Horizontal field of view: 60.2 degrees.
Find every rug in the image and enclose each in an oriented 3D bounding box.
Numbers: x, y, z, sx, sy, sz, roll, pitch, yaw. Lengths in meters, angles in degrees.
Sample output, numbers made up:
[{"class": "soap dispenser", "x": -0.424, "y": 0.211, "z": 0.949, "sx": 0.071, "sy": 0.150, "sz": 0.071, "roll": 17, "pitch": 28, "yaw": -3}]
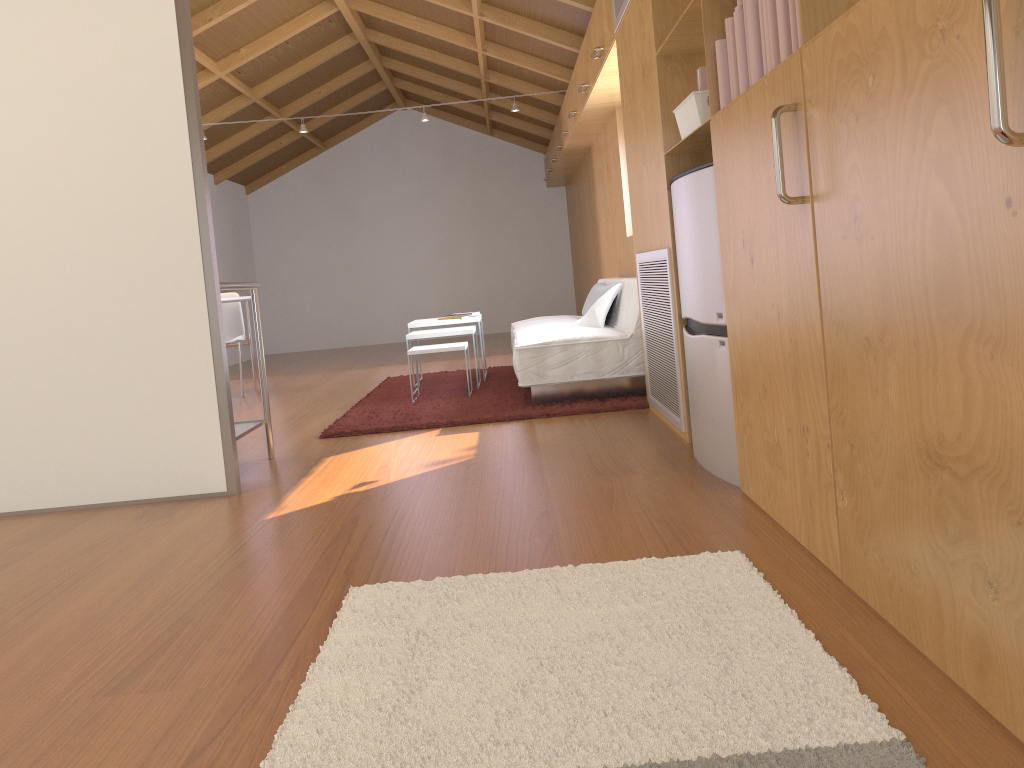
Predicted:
[{"class": "rug", "x": -0.003, "y": 0.029, "z": 5.565, "sx": 1.885, "sy": 0.020, "sz": 2.494, "roll": -5, "pitch": 7, "yaw": 0}, {"class": "rug", "x": 0.095, "y": 0.666, "z": 0.221, "sx": 0.916, "sy": 0.011, "sz": 3.742, "roll": -5, "pitch": 7, "yaw": 0}]

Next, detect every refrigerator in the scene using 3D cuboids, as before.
[{"class": "refrigerator", "x": 0.726, "y": -0.224, "z": 2.989, "sx": 0.262, "sy": 0.983, "sz": 0.717, "roll": -5, "pitch": 4, "yaw": 0}]

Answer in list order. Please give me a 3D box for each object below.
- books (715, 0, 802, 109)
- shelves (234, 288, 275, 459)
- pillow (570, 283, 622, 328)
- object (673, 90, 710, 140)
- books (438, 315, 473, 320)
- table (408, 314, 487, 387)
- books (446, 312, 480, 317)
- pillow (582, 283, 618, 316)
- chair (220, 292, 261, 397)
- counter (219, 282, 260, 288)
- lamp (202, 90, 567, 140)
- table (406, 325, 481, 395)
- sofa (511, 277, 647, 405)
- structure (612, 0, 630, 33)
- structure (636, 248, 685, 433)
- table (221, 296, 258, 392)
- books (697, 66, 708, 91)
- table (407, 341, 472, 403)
[{"class": "books", "x": 0.674, "y": -0.929, "z": 0.985, "sx": 0.189, "sy": 0.655, "sz": 3.126, "roll": -5, "pitch": 7, "yaw": 0}, {"class": "shelves", "x": -2.120, "y": 0.088, "z": 3.582, "sx": 2.092, "sy": 0.750, "sz": 0.635, "roll": -5, "pitch": 4, "yaw": 0}, {"class": "pillow", "x": 0.510, "y": -0.467, "z": 5.312, "sx": 0.268, "sy": 0.251, "sz": 0.345, "roll": -9, "pitch": 6, "yaw": -36}, {"class": "object", "x": 0.678, "y": -0.897, "z": 2.972, "sx": 0.203, "sy": 0.122, "sz": 0.352, "roll": -5, "pitch": 6, "yaw": 0}, {"class": "books", "x": -0.388, "y": -0.452, "z": 6.057, "sx": 0.193, "sy": 0.016, "sz": 0.153, "roll": -1, "pitch": 8, "yaw": 29}, {"class": "table", "x": -0.443, "y": -0.243, "z": 6.219, "sx": 0.485, "sy": 0.436, "sz": 0.527, "roll": -5, "pitch": 5, "yaw": 0}, {"class": "books", "x": -0.338, "y": -0.481, "z": 6.125, "sx": 0.193, "sy": 0.016, "sz": 0.153, "roll": -3, "pitch": 7, "yaw": 19}, {"class": "pillow", "x": 0.583, "y": -0.547, "z": 5.935, "sx": 0.171, "sy": 0.250, "sz": 1.047, "roll": -5, "pitch": 7, "yaw": 0}, {"class": "chair", "x": -2.288, "y": -0.302, "z": 6.818, "sx": 0.531, "sy": 0.783, "sz": 0.549, "roll": -5, "pitch": 4, "yaw": 0}, {"class": "counter", "x": -2.157, "y": -0.303, "z": 3.566, "sx": 2.109, "sy": 0.021, "sz": 0.653, "roll": -5, "pitch": 7, "yaw": 0}, {"class": "lamp", "x": -1.456, "y": -2.093, "z": 7.010, "sx": 3.828, "sy": 0.152, "sz": 0.073, "roll": -5, "pitch": 3, "yaw": 0}, {"class": "table", "x": -0.437, "y": -0.161, "z": 5.759, "sx": 0.424, "sy": 0.382, "sz": 0.461, "roll": -5, "pitch": 5, "yaw": 0}, {"class": "sofa", "x": 0.421, "y": -0.336, "z": 5.663, "sx": 0.862, "sy": 0.626, "sz": 2.367, "roll": -5, "pitch": 7, "yaw": 0}, {"class": "structure", "x": 0.489, "y": -1.786, "z": 3.802, "sx": 0.013, "sy": 0.299, "sz": 0.908, "roll": -5, "pitch": 6, "yaw": 0}, {"class": "structure", "x": 0.636, "y": -0.217, "z": 3.842, "sx": 0.013, "sy": 0.718, "sz": 0.824, "roll": -5, "pitch": 5, "yaw": 0}, {"class": "table", "x": -2.590, "y": -0.206, "z": 6.428, "sx": 1.209, "sy": 0.740, "sz": 0.904, "roll": -5, "pitch": 5, "yaw": 0}, {"class": "books", "x": 0.678, "y": -0.924, "z": 2.846, "sx": 0.150, "sy": 0.192, "sz": 0.089, "roll": -5, "pitch": 3, "yaw": 0}, {"class": "table", "x": -0.430, "y": -0.076, "z": 5.360, "sx": 0.342, "sy": 0.307, "sz": 0.371, "roll": -5, "pitch": 5, "yaw": 0}]
